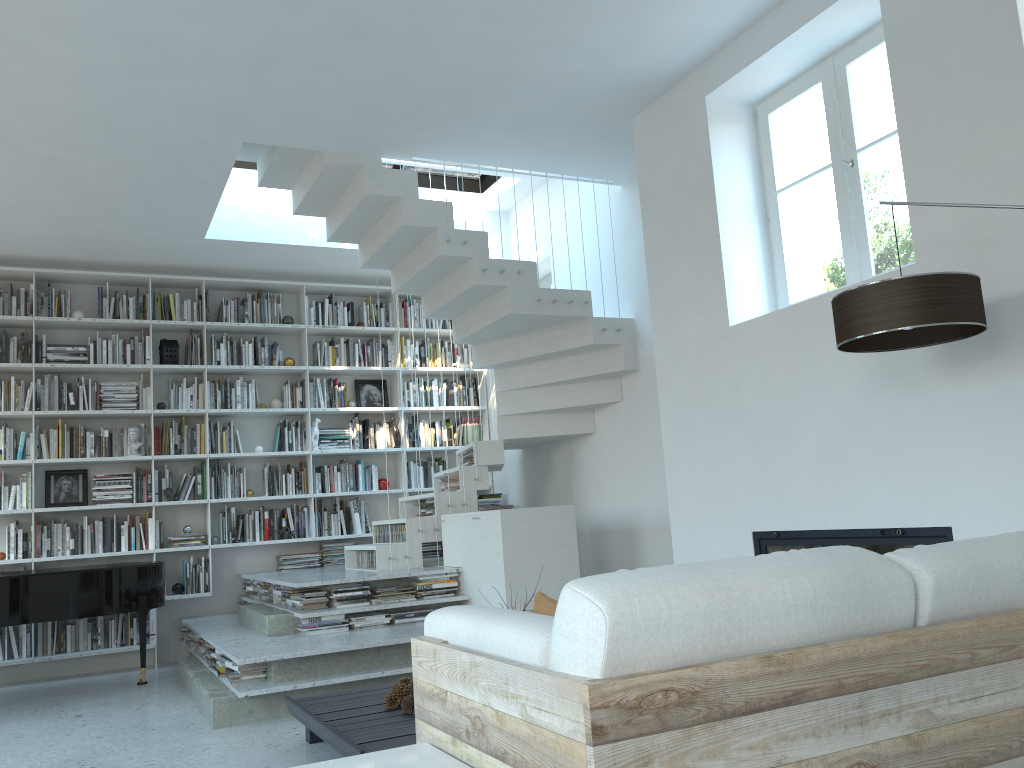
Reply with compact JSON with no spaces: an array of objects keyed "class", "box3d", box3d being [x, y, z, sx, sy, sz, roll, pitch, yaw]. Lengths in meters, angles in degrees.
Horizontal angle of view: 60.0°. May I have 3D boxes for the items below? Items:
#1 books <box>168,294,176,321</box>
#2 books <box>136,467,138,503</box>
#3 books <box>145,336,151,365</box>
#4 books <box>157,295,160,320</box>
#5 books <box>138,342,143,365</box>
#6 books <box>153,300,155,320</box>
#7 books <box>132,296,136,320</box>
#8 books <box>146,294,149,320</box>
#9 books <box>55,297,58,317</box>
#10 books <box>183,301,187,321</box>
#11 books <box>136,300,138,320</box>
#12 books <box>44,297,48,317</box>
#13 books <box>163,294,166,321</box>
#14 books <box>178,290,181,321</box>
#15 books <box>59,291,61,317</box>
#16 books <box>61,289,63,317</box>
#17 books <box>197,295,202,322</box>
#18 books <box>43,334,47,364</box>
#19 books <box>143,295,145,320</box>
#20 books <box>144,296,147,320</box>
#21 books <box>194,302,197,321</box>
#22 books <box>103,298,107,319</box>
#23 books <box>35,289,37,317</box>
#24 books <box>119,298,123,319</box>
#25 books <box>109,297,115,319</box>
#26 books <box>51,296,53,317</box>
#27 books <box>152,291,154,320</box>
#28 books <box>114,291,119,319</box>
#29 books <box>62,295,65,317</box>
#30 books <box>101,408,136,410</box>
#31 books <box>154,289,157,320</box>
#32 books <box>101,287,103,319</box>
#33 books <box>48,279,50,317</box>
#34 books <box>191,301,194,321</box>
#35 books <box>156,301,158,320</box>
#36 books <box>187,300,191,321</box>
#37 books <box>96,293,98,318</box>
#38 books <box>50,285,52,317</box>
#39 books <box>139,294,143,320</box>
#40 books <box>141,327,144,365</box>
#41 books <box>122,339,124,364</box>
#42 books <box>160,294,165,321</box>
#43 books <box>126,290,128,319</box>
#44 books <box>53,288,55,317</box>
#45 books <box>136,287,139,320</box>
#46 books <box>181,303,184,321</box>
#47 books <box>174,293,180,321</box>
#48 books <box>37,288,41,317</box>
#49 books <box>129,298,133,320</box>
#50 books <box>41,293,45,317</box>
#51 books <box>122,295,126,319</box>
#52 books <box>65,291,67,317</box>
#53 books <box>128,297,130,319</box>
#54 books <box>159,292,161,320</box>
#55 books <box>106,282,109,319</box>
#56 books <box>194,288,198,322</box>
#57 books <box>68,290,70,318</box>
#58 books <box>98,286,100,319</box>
[{"class":"books","box3d":[-2.861,-0.611,7.456,0.054,0.254,0.191,0,-9,-26]},{"class":"books","box3d":[-3.030,0.823,7.165,0.011,0.298,0.130,0,-9,-26]},{"class":"books","box3d":[-2.988,-0.249,7.272,0.037,0.236,0.272,0,-9,-26]},{"class":"books","box3d":[-2.952,-0.605,7.398,0.007,0.239,0.191,0,-9,-26]},{"class":"books","box3d":[-3.061,-0.223,7.294,0.029,0.202,0.192,0,-9,-26]},{"class":"books","box3d":[-2.997,-0.582,7.413,0.016,0.204,0.143,0,-9,-26]},{"class":"books","box3d":[-3.139,-0.595,7.354,0.026,0.233,0.137,0,-9,-26]},{"class":"books","box3d":[-3.039,-0.609,7.391,0.022,0.256,0.137,0,-9,-26]},{"class":"books","box3d":[-3.641,-0.581,7.086,0.023,0.195,0.172,0,-9,-26]},{"class":"books","box3d":[-2.769,-0.584,7.498,0.024,0.201,0.180,0,-9,-26]},{"class":"books","box3d":[-3.117,-0.582,7.355,0.014,0.204,0.135,0,-9,-26]},{"class":"books","box3d":[-3.702,-0.581,7.050,0.026,0.194,0.166,0,-9,-26]},{"class":"books","box3d":[-2.915,-0.612,7.446,0.008,0.261,0.142,0,-9,-26]},{"class":"books","box3d":[-2.808,-0.631,7.488,0.010,0.297,0.168,0,-9,-26]},{"class":"books","box3d":[-3.624,-0.605,7.106,0.014,0.247,0.139,0,-9,-26]},{"class":"books","box3d":[-3.610,-0.614,7.107,0.013,0.264,0.147,0,-9,-26]},{"class":"books","box3d":[-2.663,-0.610,7.547,0.029,0.252,0.186,0,-9,-26]},{"class":"books","box3d":[-3.682,-0.248,6.985,0.021,0.248,0.192,0,-9,-26]},{"class":"books","box3d":[-3.068,-0.602,7.378,0.014,0.244,0.145,0,-9,-26]},{"class":"books","box3d":[-3.052,-0.601,7.376,0.014,0.238,0.153,0,-9,-26]},{"class":"books","box3d":[-2.701,-0.579,7.540,0.022,0.194,0.182,0,-9,-26]},{"class":"books","box3d":[-3.330,-0.585,7.249,0.031,0.208,0.147,0,-9,-26]},{"class":"books","box3d":[-3.771,-0.608,7.036,0.012,0.253,0.161,0,-9,-26]},{"class":"books","box3d":[-3.214,-0.585,7.284,0.033,0.202,0.166,0,-9,-26]},{"class":"books","box3d":[-3.278,-0.589,7.256,0.050,0.210,0.173,0,-9,-26]},{"class":"books","box3d":[-3.673,-0.583,7.087,0.011,0.205,0.145,0,-9,-26]},{"class":"books","box3d":[-3.001,-0.622,7.394,0.008,0.278,0.171,0,-9,-26]},{"class":"books","box3d":[-3.252,-0.615,7.292,0.028,0.269,0.140,0,-9,-26]},{"class":"books","box3d":[-3.594,-0.593,7.107,0.016,0.219,0.144,0,-9,-26]},{"class":"books","box3d":[-3.179,0.210,7.175,0.254,0.012,0.161,0,-9,-23]},{"class":"books","box3d":[-2.983,-0.631,7.409,0.007,0.297,0.181,0,-9,-26]},{"class":"books","box3d":[-3.346,-0.630,7.235,0.011,0.295,0.157,0,-9,-26]},{"class":"books","box3d":[-3.695,-0.651,7.080,0.014,0.340,0.145,0,-9,-26]},{"class":"books","box3d":[-2.726,-0.582,7.537,0.025,0.203,0.162,0,-9,-26]},{"class":"books","box3d":[-2.972,-0.578,7.413,0.015,0.192,0.160,0,-9,-26]},{"class":"books","box3d":[-2.743,-0.590,7.507,0.031,0.213,0.170,0,-9,-26]},{"class":"books","box3d":[-3.381,-0.604,7.225,0.012,0.245,0.151,0,-9,-26]},{"class":"books","box3d":[-3.680,-0.630,7.077,0.010,0.296,0.153,0,-9,-26]},{"class":"books","box3d":[-3.083,-0.604,7.360,0.028,0.243,0.161,0,-9,-26]},{"class":"books","box3d":[-3.050,-0.286,7.320,0.012,0.333,0.156,0,-9,-26]},{"class":"books","box3d":[-3.190,-0.237,7.258,0.011,0.238,0.139,0,-9,-26]},{"class":"books","box3d":[-2.930,-0.613,7.429,0.034,0.260,0.158,0,-9,-26]},{"class":"books","box3d":[-3.172,-0.620,7.300,0.010,0.270,0.180,0,-9,-26]},{"class":"books","box3d":[-3.653,-0.617,7.072,0.011,0.264,0.163,0,-9,-26]},{"class":"books","box3d":[-3.106,-0.634,7.362,0.012,0.307,0.138,0,-9,-26]},{"class":"books","box3d":[-2.789,-0.574,7.485,0.022,0.179,0.173,0,-9,-26]},{"class":"books","box3d":[-2.833,-0.617,7.494,0.030,0.274,0.151,0,-9,-26]},{"class":"books","box3d":[-3.745,-0.611,7.027,0.026,0.252,0.186,0,-9,-26]},{"class":"books","box3d":[-3.141,-0.587,7.302,0.023,0.202,0.193,0,-9,-26]},{"class":"books","box3d":[-3.731,-0.595,7.052,0.023,0.227,0.157,0,-9,-26]},{"class":"books","box3d":[-3.192,-0.601,7.303,0.023,0.236,0.154,0,-9,-26]},{"class":"books","box3d":[-3.585,-0.605,7.132,0.013,0.249,0.148,0,-9,-26]},{"class":"books","box3d":[-3.165,-0.592,7.310,0.012,0.216,0.179,0,-9,-26]},{"class":"books","box3d":[-2.953,-0.620,7.430,0.007,0.278,0.150,0,-9,-26]},{"class":"books","box3d":[-3.306,-0.649,7.246,0.010,0.331,0.186,0,-9,-26]},{"class":"books","box3d":[-2.698,-0.643,7.572,0.012,0.329,0.128,0,-9,-26]},{"class":"books","box3d":[-3.558,-0.611,7.127,0.011,0.255,0.143,0,-9,-26]},{"class":"books","box3d":[-3.363,-0.630,7.218,0.014,0.292,0.176,0,-9,-26]}]
